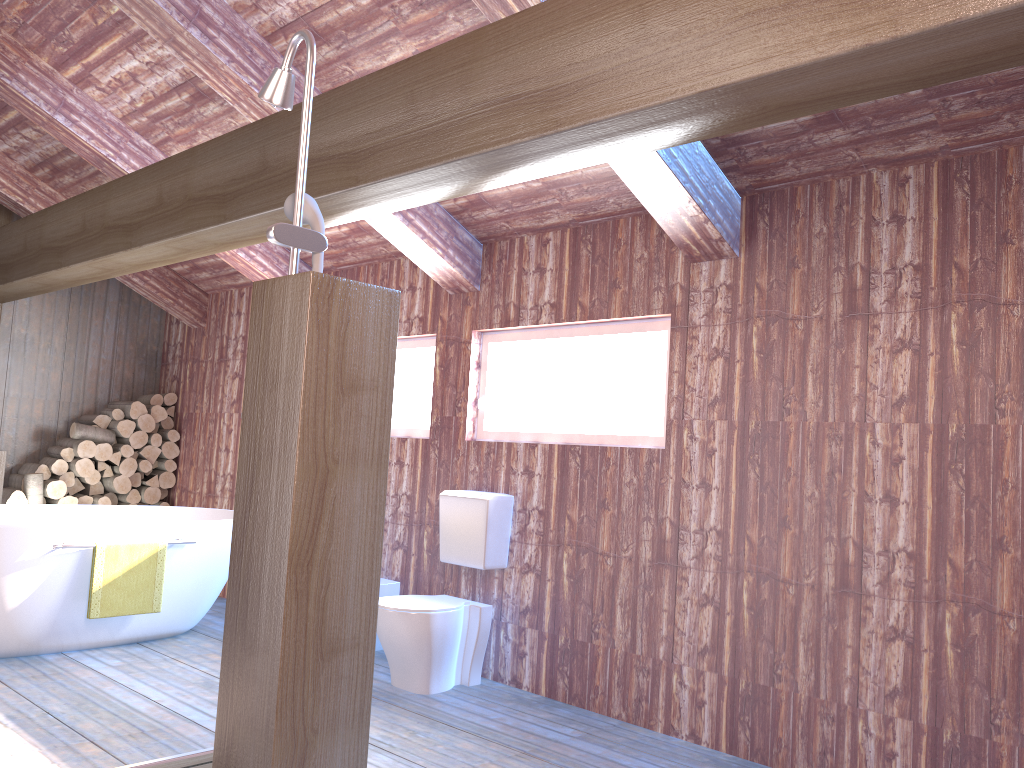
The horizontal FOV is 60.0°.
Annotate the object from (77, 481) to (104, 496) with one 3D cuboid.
[{"bbox_3d":[-3.211,0.782,6.728,0.321,0.127,0.104,-1,-7,44],"label":"object"}]

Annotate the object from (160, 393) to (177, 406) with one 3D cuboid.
[{"bbox_3d":[-2.792,0.127,7.093,0.271,0.113,0.112,-1,-7,44],"label":"object"}]

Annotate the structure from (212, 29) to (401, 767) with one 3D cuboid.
[{"bbox_3d":[-0.516,0.151,2.220,0.328,2.209,0.522,6,-5,-25],"label":"structure"}]

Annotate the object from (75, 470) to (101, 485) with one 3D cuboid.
[{"bbox_3d":[-3.180,0.682,6.613,0.291,0.123,0.115,-1,-7,45],"label":"object"}]

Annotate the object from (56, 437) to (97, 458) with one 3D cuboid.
[{"bbox_3d":[-3.232,0.473,6.574,0.439,0.145,0.135,-1,-7,44],"label":"object"}]

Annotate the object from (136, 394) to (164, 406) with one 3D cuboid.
[{"bbox_3d":[-2.866,0.139,7.014,0.270,0.121,0.104,-1,-7,45],"label":"object"}]

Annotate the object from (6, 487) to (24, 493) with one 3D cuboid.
[{"bbox_3d":[-3.565,0.788,6.368,0.280,0.093,0.099,-1,-7,45],"label":"object"}]

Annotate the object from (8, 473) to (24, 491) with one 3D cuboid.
[{"bbox_3d":[-3.533,0.710,6.406,0.302,0.113,0.108,-1,-7,44],"label":"object"}]

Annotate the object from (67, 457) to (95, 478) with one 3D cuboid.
[{"bbox_3d":[-3.245,0.608,6.549,0.437,0.143,0.141,-1,-6,42],"label":"object"}]

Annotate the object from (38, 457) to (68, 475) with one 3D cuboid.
[{"bbox_3d":[-3.337,0.594,6.446,0.291,0.123,0.115,-1,-7,45],"label":"object"}]

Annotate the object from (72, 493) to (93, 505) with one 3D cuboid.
[{"bbox_3d":[-3.222,0.869,6.576,0.303,0.120,0.114,-1,-7,45],"label":"object"}]

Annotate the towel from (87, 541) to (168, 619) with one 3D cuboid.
[{"bbox_3d":[-1.898,0.963,4.388,0.032,0.361,0.370,-1,-6,40],"label":"towel"}]

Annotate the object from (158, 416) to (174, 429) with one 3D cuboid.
[{"bbox_3d":[-2.806,0.307,7.075,0.269,0.115,0.107,-1,-7,45],"label":"object"}]

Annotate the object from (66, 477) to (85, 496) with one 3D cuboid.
[{"bbox_3d":[-3.311,0.752,6.620,0.323,0.150,0.128,-1,-7,44],"label":"object"}]

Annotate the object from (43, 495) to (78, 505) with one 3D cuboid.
[{"bbox_3d":[-3.330,0.863,6.481,0.458,0.148,0.139,-1,-7,44],"label":"object"}]

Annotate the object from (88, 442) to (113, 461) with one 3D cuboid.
[{"bbox_3d":[-3.154,0.498,6.655,0.440,0.147,0.138,-1,-7,44],"label":"object"}]

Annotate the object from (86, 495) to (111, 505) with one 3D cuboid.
[{"bbox_3d":[-3.148,0.875,6.647,0.437,0.100,0.098,-1,-6,42],"label":"object"}]

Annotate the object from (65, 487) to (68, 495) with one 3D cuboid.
[{"bbox_3d":[-3.315,0.771,6.490,0.174,0.068,0.064,-1,-7,43],"label":"object"}]

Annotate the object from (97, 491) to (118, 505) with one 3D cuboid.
[{"bbox_3d":[-3.143,0.879,6.797,0.289,0.118,0.116,-1,-6,41],"label":"object"}]

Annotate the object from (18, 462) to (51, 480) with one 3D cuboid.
[{"bbox_3d":[-3.446,0.630,6.401,0.301,0.113,0.114,-1,-6,41],"label":"object"}]

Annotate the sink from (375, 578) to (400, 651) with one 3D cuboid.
[{"bbox_3d":[-0.895,1.185,4.797,0.335,0.517,0.515,-1,-7,44],"label":"sink"}]

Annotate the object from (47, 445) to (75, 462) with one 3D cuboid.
[{"bbox_3d":[-3.305,0.510,6.503,0.282,0.112,0.106,-1,-7,45],"label":"object"}]

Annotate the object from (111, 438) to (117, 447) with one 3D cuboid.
[{"bbox_3d":[-3.148,0.433,6.800,0.291,0.124,0.121,-1,-7,45],"label":"object"}]

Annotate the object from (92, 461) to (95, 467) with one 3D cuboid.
[{"bbox_3d":[-3.169,0.596,6.609,0.156,0.061,0.057,-1,-7,43],"label":"object"}]

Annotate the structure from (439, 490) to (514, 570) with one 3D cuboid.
[{"bbox_3d":[-0.188,0.717,4.403,0.358,0.363,0.182,-1,-7,44],"label":"structure"}]

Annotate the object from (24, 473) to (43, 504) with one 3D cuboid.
[{"bbox_3d":[-3.341,0.771,6.200,0.147,0.298,0.109,8,-7,-43],"label":"object"}]

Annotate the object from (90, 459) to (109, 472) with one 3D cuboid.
[{"bbox_3d":[-3.128,0.613,6.673,0.280,0.092,0.088,-1,-7,45],"label":"object"}]

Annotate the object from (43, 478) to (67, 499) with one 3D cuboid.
[{"bbox_3d":[-3.373,0.745,6.416,0.440,0.147,0.138,-1,-7,44],"label":"object"}]

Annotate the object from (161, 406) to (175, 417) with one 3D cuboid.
[{"bbox_3d":[-2.806,0.213,7.100,0.281,0.100,0.081,-1,-7,44],"label":"object"}]

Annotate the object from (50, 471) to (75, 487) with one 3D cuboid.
[{"bbox_3d":[-3.314,0.689,6.492,0.301,0.113,0.111,-1,-7,43],"label":"object"}]

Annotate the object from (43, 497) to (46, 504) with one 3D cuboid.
[{"bbox_3d":[-3.489,0.838,6.426,0.291,0.124,0.121,-1,-7,45],"label":"object"}]

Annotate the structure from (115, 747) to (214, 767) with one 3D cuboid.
[{"bbox_3d":[-0.989,1.264,2.487,1.000,0.067,1.000,-1,-7,43],"label":"structure"}]

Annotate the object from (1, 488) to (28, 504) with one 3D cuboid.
[{"bbox_3d":[-3.560,0.801,6.232,0.455,0.137,0.139,-1,-6,42],"label":"object"}]

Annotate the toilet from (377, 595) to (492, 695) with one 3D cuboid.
[{"bbox_3d":[-0.415,1.220,4.163,0.375,0.400,0.534,-1,-7,44],"label":"toilet"}]

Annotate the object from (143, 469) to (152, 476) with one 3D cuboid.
[{"bbox_3d":[-2.879,0.675,6.919,0.177,0.069,0.067,-1,-7,44],"label":"object"}]
